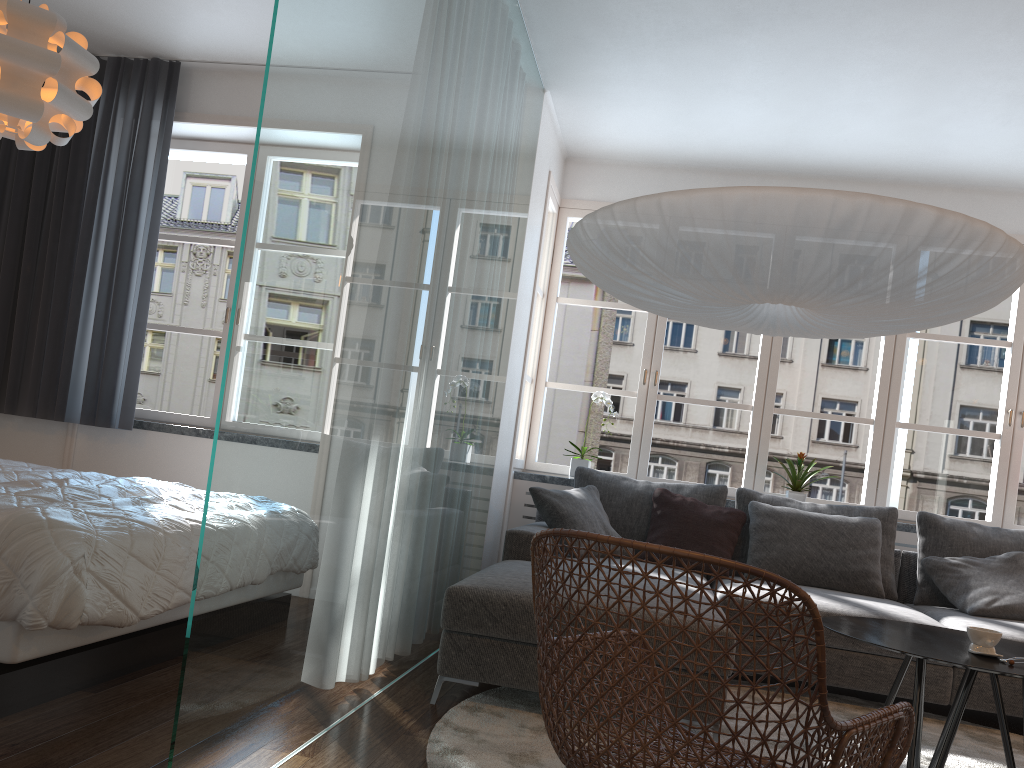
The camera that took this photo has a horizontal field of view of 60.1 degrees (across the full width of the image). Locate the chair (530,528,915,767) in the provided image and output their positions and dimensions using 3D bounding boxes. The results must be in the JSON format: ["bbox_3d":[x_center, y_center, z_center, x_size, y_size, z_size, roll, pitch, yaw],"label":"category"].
[{"bbox_3d":[0.409,0.698,1.907,0.716,0.707,0.690,5,-4,43],"label":"chair"}]

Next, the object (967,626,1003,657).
[{"bbox_3d":[1.346,0.738,2.521,0.091,0.069,0.140,6,-5,22],"label":"object"}]

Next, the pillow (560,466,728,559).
[{"bbox_3d":[0.707,0.722,4.718,0.834,0.477,0.276,7,-2,10],"label":"pillow"}]

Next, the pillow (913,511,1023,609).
[{"bbox_3d":[2.450,0.925,4.411,0.835,0.476,0.276,7,-2,10],"label":"pillow"}]

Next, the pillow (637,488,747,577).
[{"bbox_3d":[0.927,0.756,4.520,0.520,0.402,0.312,7,-3,12],"label":"pillow"}]

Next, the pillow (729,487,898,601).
[{"bbox_3d":[1.559,0.820,4.579,0.838,0.474,0.278,7,-2,10],"label":"pillow"}]

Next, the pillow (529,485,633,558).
[{"bbox_3d":[0.357,0.689,4.474,0.518,0.358,0.345,11,-5,-40],"label":"pillow"}]

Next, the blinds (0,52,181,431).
[{"bbox_3d":[-2.487,-0.818,4.875,1.192,2.030,0.133,7,-1,12],"label":"blinds"}]

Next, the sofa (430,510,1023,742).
[{"bbox_3d":[1.421,1.036,3.701,3.062,0.670,2.051,7,-5,10],"label":"sofa"}]

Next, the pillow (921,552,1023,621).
[{"bbox_3d":[2.284,0.941,4.193,0.493,0.320,0.445,8,-4,-8],"label":"pillow"}]

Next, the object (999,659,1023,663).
[{"bbox_3d":[1.419,0.767,2.444,0.164,0.016,0.025,9,-4,-15],"label":"object"}]

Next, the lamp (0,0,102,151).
[{"bbox_3d":[-1.882,-1.421,3.432,0.550,0.969,0.553,7,-2,10],"label":"lamp"}]

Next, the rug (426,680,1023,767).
[{"bbox_3d":[1.167,1.227,2.587,2.842,0.012,2.844,9,-5,-10],"label":"rug"}]

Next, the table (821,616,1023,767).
[{"bbox_3d":[1.340,1.024,2.665,0.845,0.471,0.852,7,-5,12],"label":"table"}]

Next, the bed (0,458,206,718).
[{"bbox_3d":[-2.172,0.478,3.348,2.437,0.760,2.178,7,-5,10],"label":"bed"}]

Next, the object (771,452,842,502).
[{"bbox_3d":[1.659,0.550,5.032,0.377,0.327,0.323,9,-3,-15],"label":"object"}]

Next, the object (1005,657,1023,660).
[{"bbox_3d":[1.437,0.778,2.499,0.124,0.010,0.026,10,-5,-24],"label":"object"}]

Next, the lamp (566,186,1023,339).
[{"bbox_3d":[0.906,-0.325,2.999,1.479,0.209,1.466,13,-7,-43],"label":"lamp"}]

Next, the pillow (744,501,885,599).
[{"bbox_3d":[1.518,0.827,4.440,0.665,0.396,0.293,7,-3,10],"label":"pillow"}]

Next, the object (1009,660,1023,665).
[{"bbox_3d":[1.431,0.766,2.403,0.168,0.015,0.015,8,-3,-3],"label":"object"}]
